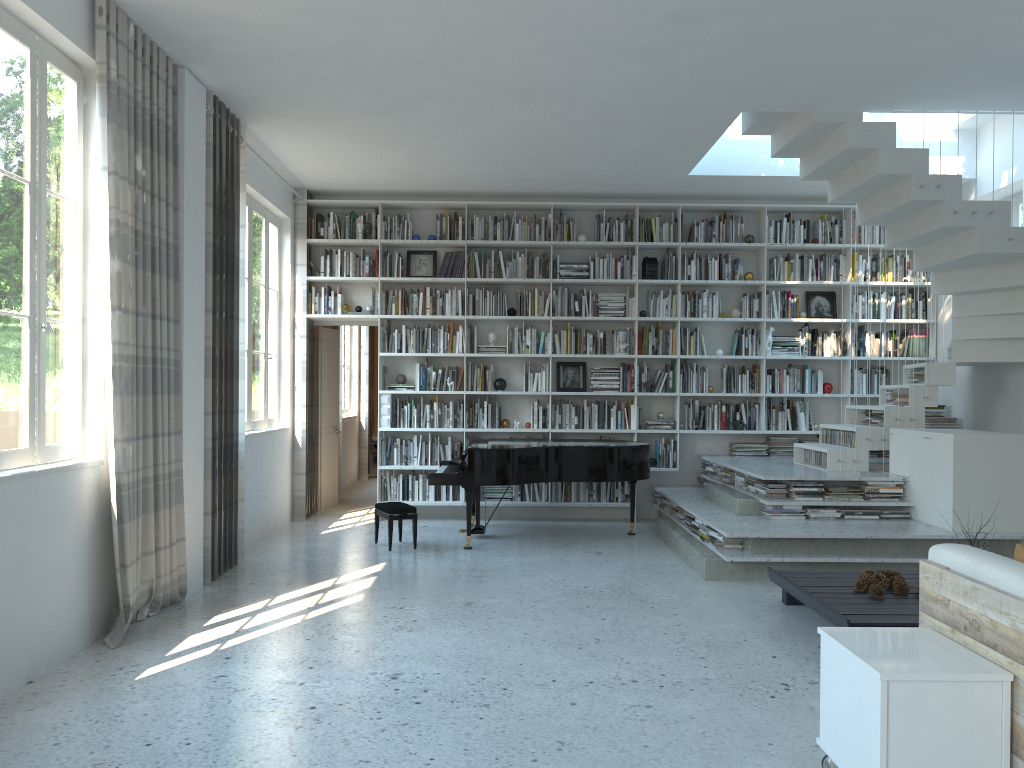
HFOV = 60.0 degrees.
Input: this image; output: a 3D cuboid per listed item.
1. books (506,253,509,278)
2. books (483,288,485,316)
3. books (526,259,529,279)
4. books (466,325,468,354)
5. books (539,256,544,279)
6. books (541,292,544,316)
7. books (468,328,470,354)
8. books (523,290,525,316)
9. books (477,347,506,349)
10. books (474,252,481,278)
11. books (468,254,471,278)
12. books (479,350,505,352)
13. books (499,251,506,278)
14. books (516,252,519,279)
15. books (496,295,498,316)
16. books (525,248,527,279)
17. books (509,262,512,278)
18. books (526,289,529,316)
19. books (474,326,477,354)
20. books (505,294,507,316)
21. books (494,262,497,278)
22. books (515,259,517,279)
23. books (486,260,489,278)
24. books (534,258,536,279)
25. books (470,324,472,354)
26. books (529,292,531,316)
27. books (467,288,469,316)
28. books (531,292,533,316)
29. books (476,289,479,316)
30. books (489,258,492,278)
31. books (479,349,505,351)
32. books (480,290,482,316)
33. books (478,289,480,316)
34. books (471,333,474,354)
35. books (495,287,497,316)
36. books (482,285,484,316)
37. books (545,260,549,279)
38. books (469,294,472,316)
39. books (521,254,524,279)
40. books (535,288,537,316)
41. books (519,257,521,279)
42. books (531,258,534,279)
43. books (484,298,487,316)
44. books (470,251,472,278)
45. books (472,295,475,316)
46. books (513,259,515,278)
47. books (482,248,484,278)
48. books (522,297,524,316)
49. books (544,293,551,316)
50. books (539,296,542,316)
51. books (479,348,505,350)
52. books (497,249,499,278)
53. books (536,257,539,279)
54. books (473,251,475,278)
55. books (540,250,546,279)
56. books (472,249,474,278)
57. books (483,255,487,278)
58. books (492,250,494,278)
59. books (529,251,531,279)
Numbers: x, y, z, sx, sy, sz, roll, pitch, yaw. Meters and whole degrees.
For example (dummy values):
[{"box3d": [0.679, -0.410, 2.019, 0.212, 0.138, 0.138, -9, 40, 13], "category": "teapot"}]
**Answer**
[{"box3d": [-0.044, -1.160, 8.857, 0.027, 0.265, 0.168, 0, 0, -1], "category": "books"}, {"box3d": [-0.282, -0.804, 8.837, 0.010, 0.283, 0.184, 0, 0, -1], "category": "books"}, {"box3d": [0.155, -1.132, 8.866, 0.024, 0.213, 0.150, 0, 0, -1], "category": "books"}, {"box3d": [-0.447, -0.438, 8.862, 0.012, 0.285, 0.159, 0, 0, -1], "category": "books"}, {"box3d": [0.292, -1.156, 8.849, 0.055, 0.264, 0.167, 0, 0, -1], "category": "books"}, {"box3d": [0.305, -0.786, 8.853, 0.022, 0.257, 0.155, 0, 0, -1], "category": "books"}, {"box3d": [-0.429, -0.424, 8.856, 0.024, 0.257, 0.134, 0, 0, -1], "category": "books"}, {"box3d": [0.120, -0.793, 8.867, 0.009, 0.267, 0.149, 0, 0, -1], "category": "books"}, {"box3d": [-0.202, -0.360, 8.860, 0.285, 0.012, 0.159, 0, 0, 1], "category": "books"}, {"box3d": [-0.341, -1.167, 8.854, 0.067, 0.274, 0.168, 0, 0, -1], "category": "books"}, {"box3d": [-0.423, -1.158, 8.834, 0.023, 0.256, 0.174, 0, 0, -1], "category": "books"}, {"box3d": [-0.202, -0.324, 8.856, 0.254, 0.012, 0.161, 0, 0, -5], "category": "books"}, {"box3d": [-0.094, -1.170, 8.841, 0.075, 0.285, 0.178, 0, 0, -1], "category": "books"}, {"box3d": [0.056, -1.170, 8.863, 0.026, 0.286, 0.137, 0, 0, -1], "category": "books"}, {"box3d": [-0.149, -0.770, 8.870, 0.012, 0.217, 0.133, 0, 0, -1], "category": "books"}, {"box3d": [0.138, -1.183, 8.844, 0.011, 0.313, 0.183, 0, 0, -1], "category": "books"}, {"box3d": [-0.017, -1.117, 8.850, 0.028, 0.180, 0.168, 0, 0, -1], "category": "books"}, {"box3d": [0.152, -0.804, 8.868, 0.033, 0.287, 0.155, 0, 0, -1], "category": "books"}, {"box3d": [-0.362, -0.433, 8.858, 0.021, 0.278, 0.136, 0, 0, -1], "category": "books"}, {"box3d": [-0.060, -0.776, 8.857, 0.031, 0.232, 0.147, 0, 0, -1], "category": "books"}, {"box3d": [-0.163, -1.118, 8.858, 0.034, 0.180, 0.160, 0, 0, -1], "category": "books"}, {"box3d": [0.038, -1.131, 8.850, 0.010, 0.208, 0.173, 0, 0, -1], "category": "books"}, {"box3d": [-0.243, -1.129, 8.854, 0.024, 0.201, 0.153, 0, 0, -1], "category": "books"}, {"box3d": [0.229, -1.136, 8.852, 0.022, 0.222, 0.161, 0, 0, -1], "category": "books"}, {"box3d": [-0.412, -0.444, 8.874, 0.011, 0.298, 0.135, 0, 0, -1], "category": "books"}, {"box3d": [0.175, -0.782, 8.834, 0.013, 0.244, 0.188, 0, 0, -1], "category": "books"}, {"box3d": [-0.444, -0.806, 8.860, 0.012, 0.285, 0.159, 0, 0, -1], "category": "books"}, {"box3d": [0.200, -0.786, 8.858, 0.017, 0.253, 0.139, 0, 0, -1], "category": "books"}, {"box3d": [-0.345, -0.803, 8.848, 0.026, 0.279, 0.151, 0, 0, -1], "category": "books"}, {"box3d": [-0.217, -1.138, 8.847, 0.029, 0.219, 0.157, 0, 0, -1], "category": "books"}, {"box3d": [-0.202, -0.336, 8.853, 0.254, 0.012, 0.161, 0, 0, -6], "category": "books"}, {"box3d": [-0.309, -0.794, 8.845, 0.024, 0.262, 0.177, 0, 0, -1], "category": "books"}, {"box3d": [-0.327, -0.801, 8.844, 0.012, 0.276, 0.157, 0, 0, -1], "category": "books"}, {"box3d": [-0.389, -0.399, 8.863, 0.034, 0.209, 0.136, 0, 0, -1], "category": "books"}, {"box3d": [-0.160, -0.807, 8.844, 0.011, 0.291, 0.176, 0, 0, -1], "category": "books"}, {"box3d": [-0.292, -0.821, 8.858, 0.011, 0.317, 0.154, 0, 0, -1], "category": "books"}, {"box3d": [0.350, -1.130, 8.874, 0.028, 0.212, 0.134, 0, 0, -1], "category": "books"}, {"box3d": [-0.409, -0.776, 8.868, 0.029, 0.225, 0.136, 0, 0, -1], "category": "books"}, {"box3d": [0.105, -1.156, 8.858, 0.028, 0.261, 0.135, 0, 0, -1], "category": "books"}, {"box3d": [0.238, -0.801, 8.851, 0.022, 0.284, 0.190, 0, 0, -1], "category": "books"}, {"box3d": [0.080, -1.139, 8.839, 0.021, 0.226, 0.191, 0, 0, -1], "category": "books"}, {"box3d": [0.203, -1.134, 8.848, 0.030, 0.218, 0.182, 0, 0, -1], "category": "books"}, {"box3d": [-0.263, -0.755, 8.855, 0.029, 0.187, 0.149, 0, 0, -1], "category": "books"}, {"box3d": [-0.405, -1.172, 8.849, 0.013, 0.283, 0.158, 0, 0, -1], "category": "books"}, {"box3d": [-0.382, -0.773, 8.868, 0.024, 0.219, 0.140, 0, 0, -1], "category": "books"}, {"box3d": [0.021, -1.133, 8.876, 0.024, 0.212, 0.128, 0, 0, -1], "category": "books"}, {"box3d": [-0.291, -1.187, 8.838, 0.012, 0.315, 0.171, 0, 0, -1], "category": "books"}, {"box3d": [0.110, -0.760, 8.859, 0.011, 0.200, 0.162, 0, 0, -1], "category": "books"}, {"box3d": [0.348, -0.776, 8.832, 0.064, 0.237, 0.208, 0, 0, -1], "category": "books"}, {"box3d": [0.282, -0.766, 8.862, 0.024, 0.216, 0.142, 0, 0, -1], "category": "books"}, {"box3d": [-0.202, -0.348, 8.858, 0.254, 0.012, 0.161, 0, 0, -4], "category": "books"}, {"box3d": [-0.139, -1.185, 8.866, 0.013, 0.315, 0.135, 0, 0, -1], "category": "books"}, {"box3d": [0.252, -1.143, 8.868, 0.024, 0.237, 0.153, 0, 0, -1], "category": "books"}, {"box3d": [-0.380, -1.173, 8.847, 0.010, 0.287, 0.148, 0, 0, -1], "category": "books"}, {"box3d": [0.307, -1.176, 8.849, 0.058, 0.302, 0.175, 0, 0, -1], "category": "books"}, {"box3d": [-0.392, -1.184, 8.869, 0.014, 0.309, 0.130, 0, 0, -1], "category": "books"}, {"box3d": [-0.270, -1.150, 8.840, 0.031, 0.242, 0.181, 0, 0, -1], "category": "books"}, {"box3d": [-0.191, -1.175, 8.847, 0.023, 0.293, 0.155, 0, 0, -1], "category": "books"}, {"box3d": [0.178, -1.171, 8.868, 0.022, 0.290, 0.146, 0, 0, -1], "category": "books"}]
